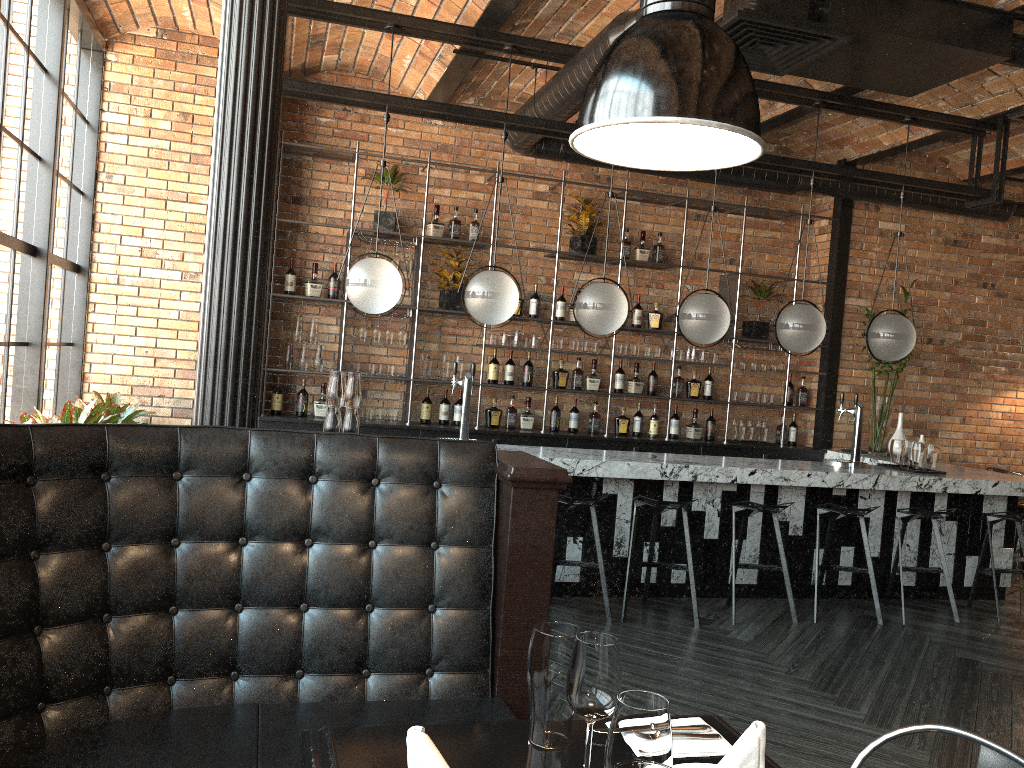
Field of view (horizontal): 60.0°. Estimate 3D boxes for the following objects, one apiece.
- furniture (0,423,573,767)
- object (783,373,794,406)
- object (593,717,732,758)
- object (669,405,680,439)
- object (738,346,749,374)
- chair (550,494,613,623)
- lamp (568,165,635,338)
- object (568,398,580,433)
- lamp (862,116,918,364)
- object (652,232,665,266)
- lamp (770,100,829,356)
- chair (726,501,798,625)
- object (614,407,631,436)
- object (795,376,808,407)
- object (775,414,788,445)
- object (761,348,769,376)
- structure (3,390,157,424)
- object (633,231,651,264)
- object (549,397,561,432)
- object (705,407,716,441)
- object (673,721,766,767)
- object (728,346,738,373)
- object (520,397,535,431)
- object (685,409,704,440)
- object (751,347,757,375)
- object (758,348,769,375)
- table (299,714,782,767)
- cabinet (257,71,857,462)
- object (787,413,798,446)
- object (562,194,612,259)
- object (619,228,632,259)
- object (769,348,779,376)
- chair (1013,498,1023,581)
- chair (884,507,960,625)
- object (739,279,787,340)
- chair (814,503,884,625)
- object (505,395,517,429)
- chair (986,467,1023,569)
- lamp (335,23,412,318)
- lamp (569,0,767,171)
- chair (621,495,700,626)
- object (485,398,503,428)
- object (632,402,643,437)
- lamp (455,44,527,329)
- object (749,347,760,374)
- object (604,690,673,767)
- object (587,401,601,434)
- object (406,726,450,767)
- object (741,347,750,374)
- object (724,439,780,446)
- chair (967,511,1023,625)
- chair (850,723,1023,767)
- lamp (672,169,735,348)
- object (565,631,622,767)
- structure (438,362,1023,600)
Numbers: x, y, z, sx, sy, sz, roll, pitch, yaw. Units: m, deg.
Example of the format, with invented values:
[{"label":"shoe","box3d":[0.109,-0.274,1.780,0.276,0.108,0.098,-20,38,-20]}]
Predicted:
[{"label":"furniture","box3d":[-0.225,0.817,0.106,1.979,1.212,5.451,4,1,-16]},{"label":"object","box3d":[2.549,0.050,8.154,0.086,0.299,0.086,5,2,33]},{"label":"object","box3d":[0.280,0.661,1.671,0.255,0.019,0.157,4,1,-15]},{"label":"object","box3d":[1.446,0.334,7.868,0.086,0.298,0.086,5,2,33]},{"label":"object","box3d":[2.063,-0.217,7.911,0.092,0.244,0.092,5,1,24]},{"label":"chair","box3d":[0.320,0.985,5.205,0.475,0.737,0.414,4,1,-21]},{"label":"lamp","box3d":[0.633,-1.169,5.709,0.340,1.754,0.340,5,1,31]},{"label":"object","box3d":[0.536,0.267,7.615,0.086,0.298,0.086,5,2,33]},{"label":"lamp","box3d":[2.745,-1.014,6.297,0.340,1.754,0.340,5,1,31]},{"label":"object","box3d":[1.283,-1.180,7.749,0.083,0.282,0.083,4,1,-30]},{"label":"lamp","box3d":[2.041,-1.065,6.101,0.340,1.754,0.340,5,1,31]},{"label":"chair","box3d":[1.494,1.072,5.532,0.475,0.737,0.414,4,1,-21]},{"label":"object","box3d":[0.962,0.325,7.726,0.151,0.248,0.094,4,1,-7]},{"label":"object","box3d":[2.680,0.069,8.188,0.083,0.282,0.083,4,1,-5]},{"label":"object","box3d":[2.481,0.419,8.148,0.083,0.282,0.083,4,1,-30]},{"label":"object","box3d":[2.320,-0.202,8.153,0.092,0.244,0.092,5,1,24]},{"label":"structure","box3d":[-2.304,0.624,4.530,0.757,1.072,4.107,4,1,-17]},{"label":"object","box3d":[1.131,-1.189,7.708,0.123,0.279,0.123,4,1,-12]},{"label":"object","box3d":[0.370,0.256,7.535,0.086,0.297,0.086,5,1,18]},{"label":"object","box3d":[1.785,0.359,7.958,0.086,0.299,0.086,5,2,33]},{"label":"object","box3d":[0.341,0.616,1.419,0.232,0.139,0.232,4,1,-19]},{"label":"object","box3d":[2.020,-0.224,8.070,0.092,0.244,0.092,5,1,24]},{"label":"object","box3d":[0.132,0.249,7.481,0.123,0.279,0.123,5,1,-2]},{"label":"object","box3d":[1.625,0.359,7.896,0.123,0.279,0.123,4,1,-27]},{"label":"object","box3d":[2.221,-0.210,8.125,0.092,0.244,0.092,5,1,24]},{"label":"object","box3d":[2.264,-0.203,7.967,0.092,0.244,0.092,5,1,24]},{"label":"table","box3d":[0.112,1.044,1.352,0.872,0.758,0.872,4,1,-16]},{"label":"cabinet","box3d":[-0.394,-0.580,7.274,7.075,3.779,0.564,4,1,-16]},{"label":"object","box3d":[2.599,0.420,8.195,0.086,0.298,0.086,5,2,33]},{"label":"object","box3d":[0.607,-1.352,7.593,0.425,0.526,0.430,4,1,-13]},{"label":"object","box3d":[0.982,-1.203,7.665,0.083,0.282,0.083,4,1,-15]},{"label":"object","box3d":[2.364,-0.195,7.994,0.092,0.244,0.092,5,1,24]},{"label":"chair","box3d":[3.955,1.240,6.771,0.414,0.737,0.475,4,1,-11]},{"label":"chair","box3d":[2.651,1.157,5.854,0.475,0.737,0.414,4,1,-21]},{"label":"object","box3d":[2.254,-0.671,8.002,0.374,0.560,0.398,3,2,-43]},{"label":"chair","box3d":[2.090,1.115,5.698,0.475,0.737,0.414,4,1,-11]},{"label":"object","box3d":[-0.004,0.236,7.457,0.083,0.282,0.083,4,1,-15]},{"label":"chair","box3d":[4.616,1.204,8.065,0.558,0.857,0.504,4,1,-16]},{"label":"lamp","box3d":[-0.776,-1.272,5.318,0.340,1.754,0.340,5,1,31]},{"label":"lamp","box3d":[0.296,-1.176,1.315,0.291,1.653,0.291,5,1,30]},{"label":"chair","box3d":[0.878,1.026,5.361,0.475,0.737,0.414,4,1,-6]},{"label":"object","box3d":[-0.154,0.243,7.415,0.151,0.248,0.094,4,1,-27]},{"label":"object","box3d":[1.108,0.310,7.780,0.086,0.298,0.086,5,2,33]},{"label":"lamp","box3d":[-0.072,-1.221,5.513,0.340,1.754,0.340,5,1,31]},{"label":"object","box3d":[2.169,-0.210,7.940,0.092,0.244,0.092,5,1,24]},{"label":"object","box3d":[0.168,0.549,1.203,0.092,0.244,0.092,5,2,35]},{"label":"object","box3d":[0.713,0.289,7.656,0.083,0.282,0.083,4,1,-30]},{"label":"object","box3d":[-0.087,0.585,1.306,0.232,0.139,0.232,4,1,-21]},{"label":"object","box3d":[2.125,-0.216,8.099,0.092,0.244,0.092,5,1,24]},{"label":"object","box3d":[2.156,0.529,8.007,0.437,0.019,0.273,4,1,-16]},{"label":"chair","box3d":[3.326,1.206,6.041,0.475,0.737,0.414,4,1,-25]},{"label":"chair","box3d":[0.550,1.027,1.439,0.558,0.857,0.504,4,1,-11]},{"label":"lamp","box3d":[1.337,-1.117,5.905,0.340,1.754,0.340,5,1,31]},{"label":"object","box3d":[0.131,0.540,1.463,0.092,0.244,0.092,5,2,35]},{"label":"structure","box3d":[1.132,0.673,6.565,5.346,1.430,1.930,4,1,-16]}]
